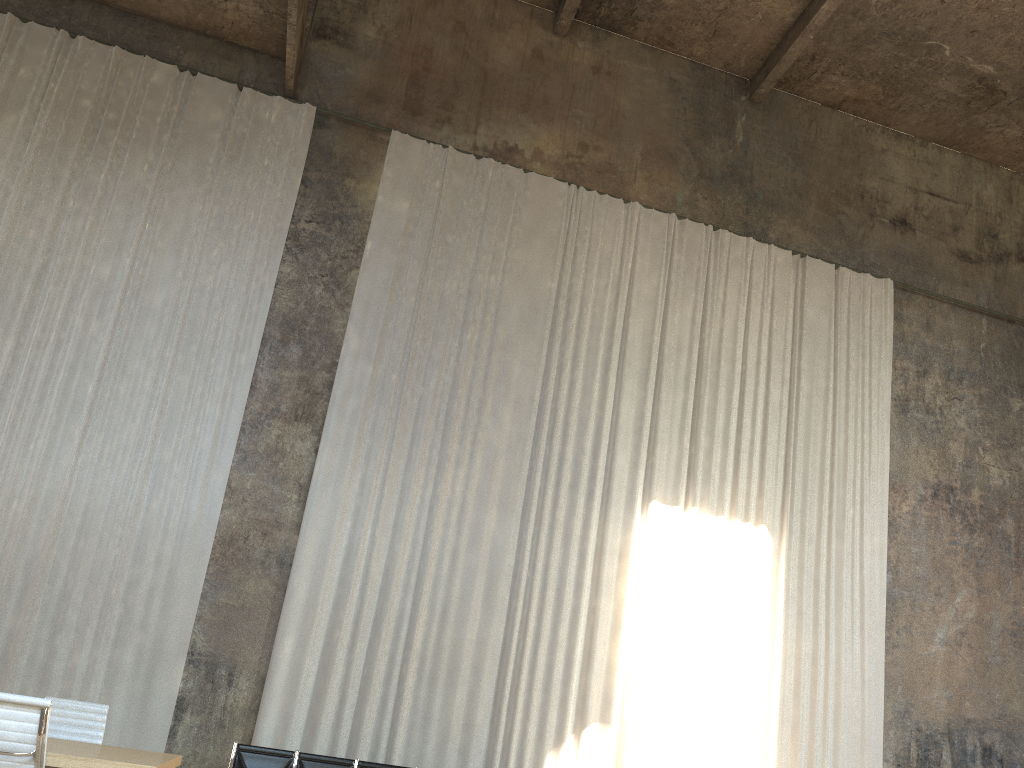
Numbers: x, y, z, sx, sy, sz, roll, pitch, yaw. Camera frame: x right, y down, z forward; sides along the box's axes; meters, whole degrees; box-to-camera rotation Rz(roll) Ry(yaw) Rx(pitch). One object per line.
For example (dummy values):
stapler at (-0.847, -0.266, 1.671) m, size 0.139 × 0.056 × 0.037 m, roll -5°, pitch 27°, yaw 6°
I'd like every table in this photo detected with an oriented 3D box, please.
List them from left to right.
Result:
table at (-5.805, 1.750, 4.417) m, size 7.748 × 0.731 × 1.658 m, roll 14°, pitch -22°, yaw -13°

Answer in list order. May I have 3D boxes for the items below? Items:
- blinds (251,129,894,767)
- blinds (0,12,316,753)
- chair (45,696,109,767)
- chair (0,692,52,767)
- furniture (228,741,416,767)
blinds at (1.447, 1.476, 11.186) m, size 7.867 × 8.323 × 0.283 m, roll 13°, pitch -17°, yaw -12°
blinds at (-6.805, -0.539, 9.286) m, size 7.867 × 8.323 × 0.283 m, roll 13°, pitch -17°, yaw -12°
chair at (-2.322, 1.562, 3.081) m, size 31.640 × 0.994 × 13.419 m, roll 14°, pitch -23°, yaw -12°
chair at (-2.667, 2.096, 4.474) m, size 0.667 × 0.986 × 0.725 m, roll 11°, pitch -19°, yaw -7°
furniture at (-1.824, 3.986, 8.407) m, size 1.880 × 0.811 × 0.733 m, roll 13°, pitch -20°, yaw -12°
